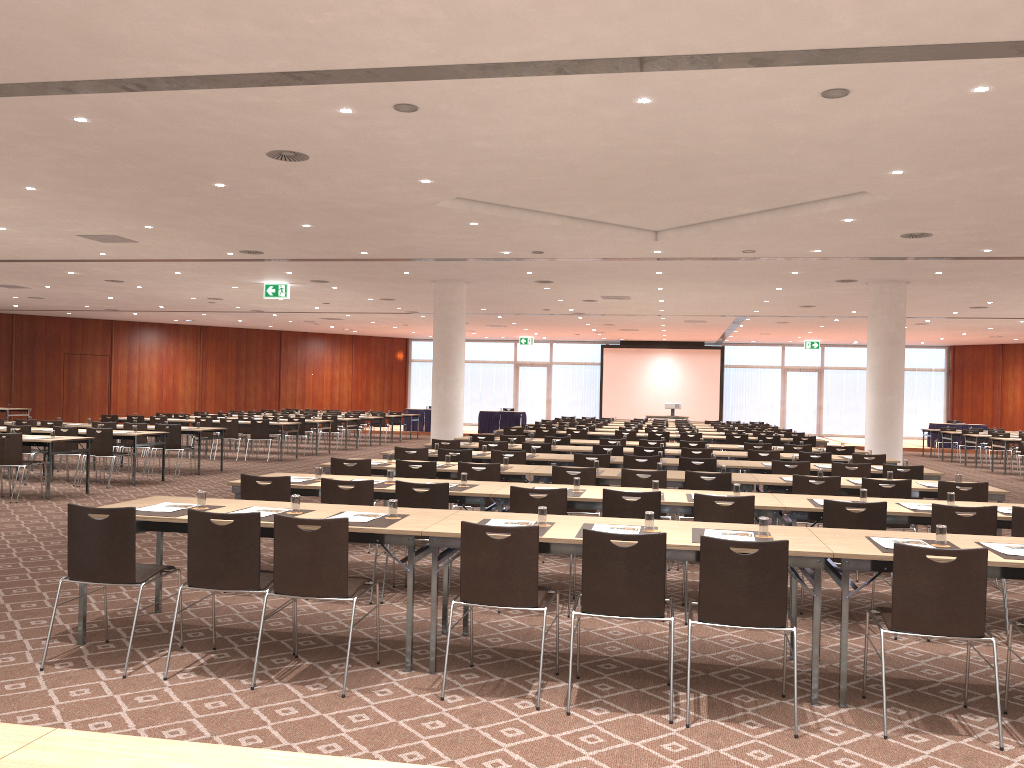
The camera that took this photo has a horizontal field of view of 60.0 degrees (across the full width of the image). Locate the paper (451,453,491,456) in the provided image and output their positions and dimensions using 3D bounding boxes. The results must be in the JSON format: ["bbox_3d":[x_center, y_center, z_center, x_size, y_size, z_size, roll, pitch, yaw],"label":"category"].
[{"bbox_3d":[-0.533,0.912,11.550,0.460,0.003,0.565,1,-1,10],"label":"paper"}]

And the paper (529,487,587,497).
[{"bbox_3d":[0.358,0.891,7.315,0.460,0.003,0.565,1,-1,10],"label":"paper"}]

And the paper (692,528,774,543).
[{"bbox_3d":[1.282,0.891,5.161,0.460,0.003,0.565,1,-1,12],"label":"paper"}]

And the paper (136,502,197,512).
[{"bbox_3d":[-2.264,0.809,5.832,0.283,0.006,0.398,1,-1,10],"label":"paper"}]

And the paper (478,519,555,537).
[{"bbox_3d":[-0.004,0.862,5.337,0.460,0.003,0.565,1,-1,10],"label":"paper"}]

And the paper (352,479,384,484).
[{"bbox_3d":[-1.287,0.851,7.699,0.283,0.006,0.398,1,-1,10],"label":"paper"}]

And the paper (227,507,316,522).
[{"bbox_3d":[-1.585,0.827,5.644,0.460,0.003,0.565,1,-1,12],"label":"paper"}]

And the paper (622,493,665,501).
[{"bbox_3d":[1.003,0.905,7.206,0.460,0.003,0.565,1,-1,9],"label":"paper"}]

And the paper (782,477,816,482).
[{"bbox_3d":[2.897,0.965,8.972,0.283,0.006,0.398,1,-1,11],"label":"paper"}]

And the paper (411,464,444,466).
[{"bbox_3d":[-0.915,0.880,9.649,0.283,0.006,0.398,1,-1,9],"label":"paper"}]

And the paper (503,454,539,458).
[{"bbox_3d":[0.086,0.926,11.435,0.460,0.003,0.565,1,-1,10],"label":"paper"}]

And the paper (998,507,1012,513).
[{"bbox_3d":[3.841,0.965,6.764,0.283,0.006,0.398,1,-1,10],"label":"paper"}]

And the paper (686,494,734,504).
[{"bbox_3d":[1.635,0.919,7.104,0.460,0.003,0.565,1,-1,10],"label":"paper"}]

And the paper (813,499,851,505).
[{"bbox_3d":[2.550,0.936,6.989,0.283,0.006,0.398,1,-1,10],"label":"paper"}]

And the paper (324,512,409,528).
[{"bbox_3d":[-0.930,0.841,5.517,0.460,0.003,0.565,1,-1,8],"label":"paper"}]

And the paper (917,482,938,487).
[{"bbox_3d":[4.197,0.994,8.737,0.283,0.006,0.398,1,-1,8],"label":"paper"}]

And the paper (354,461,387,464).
[{"bbox_3d":[-1.555,0.865,9.758,0.283,0.006,0.398,1,-1,12],"label":"paper"}]

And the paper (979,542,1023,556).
[{"bbox_3d":[2.829,0.922,4.939,0.283,0.006,0.398,1,-1,8],"label":"paper"}]

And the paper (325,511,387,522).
[{"bbox_3d":[-0.982,0.837,5.606,0.283,0.006,0.398,1,-1,12],"label":"paper"}]

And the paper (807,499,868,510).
[{"bbox_3d":[2.578,0.940,6.933,0.460,0.003,0.565,1,-1,12],"label":"paper"}]

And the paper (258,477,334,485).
[{"bbox_3d":[-1.883,0.841,7.738,0.460,0.003,0.565,1,-1,12],"label":"paper"}]

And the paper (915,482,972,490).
[{"bbox_3d":[4.252,0.998,8.672,0.460,0.003,0.565,1,-1,13],"label":"paper"}]

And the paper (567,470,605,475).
[{"bbox_3d":[0.716,0.919,9.291,0.460,0.003,0.565,1,-1,12],"label":"paper"}]

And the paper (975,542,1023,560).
[{"bbox_3d":[2.871,0.926,4.874,0.460,0.003,0.565,1,-1,13],"label":"paper"}]

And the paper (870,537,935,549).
[{"bbox_3d":[2.229,0.909,5.045,0.283,0.006,0.398,1,-1,10],"label":"paper"}]

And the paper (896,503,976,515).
[{"bbox_3d":[3.249,0.955,6.793,0.460,0.003,0.565,1,-1,10],"label":"paper"}]

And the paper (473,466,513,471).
[{"bbox_3d":[-0.260,0.898,9.469,0.460,0.003,0.565,1,-1,11],"label":"paper"}]

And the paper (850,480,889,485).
[{"bbox_3d":[3.552,0.979,8.840,0.283,0.006,0.398,1,-1,7],"label":"paper"}]

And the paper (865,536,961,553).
[{"bbox_3d":[2.275,0.913,4.981,0.460,0.003,0.565,1,-1,13],"label":"paper"}]

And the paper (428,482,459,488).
[{"bbox_3d":[-0.638,0.865,7.557,0.283,0.006,0.398,1,-1,11],"label":"paper"}]

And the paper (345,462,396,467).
[{"bbox_3d":[-1.535,0.869,9.673,0.460,0.003,0.565,1,-1,9],"label":"paper"}]

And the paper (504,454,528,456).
[{"bbox_3d":[0.055,0.922,11.487,0.283,0.006,0.398,1,-1,11],"label":"paper"}]

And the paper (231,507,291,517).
[{"bbox_3d":[-1.633,0.823,5.718,0.283,0.006,0.398,1,-1,13],"label":"paper"}]

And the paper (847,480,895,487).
[{"bbox_3d":[3.593,0.983,8.779,0.460,0.003,0.565,1,-1,11],"label":"paper"}]

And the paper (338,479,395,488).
[{"bbox_3d":[-1.232,0.855,7.614,0.460,0.003,0.565,1,-1,9],"label":"paper"}]

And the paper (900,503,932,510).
[{"bbox_3d":[3.194,0.951,6.872,0.283,0.006,0.398,1,-1,11],"label":"paper"}]

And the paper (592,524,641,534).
[{"bbox_3d":[0.620,0.873,5.307,0.283,0.006,0.398,1,-1,11],"label":"paper"}]

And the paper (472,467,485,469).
[{"bbox_3d":[-0.280,0.894,9.532,0.283,0.006,0.398,1,-1,8],"label":"paper"}]

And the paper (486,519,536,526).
[{"bbox_3d":[-0.017,0.859,5.419,0.283,0.006,0.398,1,-1,9],"label":"paper"}]

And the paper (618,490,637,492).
[{"bbox_3d":[0.986,0.901,7.282,0.283,0.006,0.398,1,-1,11],"label":"paper"}]

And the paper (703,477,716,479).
[{"bbox_3d":[2.012,0.948,9.073,0.460,0.003,0.565,1,-1,13],"label":"paper"}]

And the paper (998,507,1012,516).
[{"bbox_3d":[3.896,0.970,6.703,0.460,0.003,0.565,1,-1,13],"label":"paper"}]

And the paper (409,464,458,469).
[{"bbox_3d":[-0.880,0.884,9.606,0.460,0.003,0.565,1,-1,13],"label":"paper"}]

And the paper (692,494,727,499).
[{"bbox_3d":[1.603,0.915,7.175,0.283,0.006,0.398,1,-1,10],"label":"paper"}]

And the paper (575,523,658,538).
[{"bbox_3d":[0.630,0.876,5.255,0.460,0.003,0.565,1,-1,10],"label":"paper"}]

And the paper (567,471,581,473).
[{"bbox_3d":[0.687,0.915,9.377,0.283,0.006,0.398,1,-1,9],"label":"paper"}]

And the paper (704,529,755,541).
[{"bbox_3d":[1.272,0.887,5.195,0.283,0.006,0.398,1,-1,13],"label":"paper"}]

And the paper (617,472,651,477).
[{"bbox_3d":[1.343,0.933,9.199,0.460,0.003,0.565,1,-1,12],"label":"paper"}]

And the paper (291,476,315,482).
[{"bbox_3d":[-1.913,0.837,7.812,0.283,0.006,0.398,1,-1,12],"label":"paper"}]

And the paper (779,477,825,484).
[{"bbox_3d":[2.950,0.969,8.894,0.460,0.003,0.565,1,-1,10],"label":"paper"}]

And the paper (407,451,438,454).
[{"bbox_3d":[-1.166,0.898,11.654,0.460,0.003,0.565,1,-1,10],"label":"paper"}]

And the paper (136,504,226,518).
[{"bbox_3d":[-2.211,0.813,5.735,0.460,0.003,0.565,1,-1,13],"label":"paper"}]

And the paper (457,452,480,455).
[{"bbox_3d":[-0.570,0.908,11.616,0.283,0.006,0.398,1,-1,9],"label":"paper"}]

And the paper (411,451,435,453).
[{"bbox_3d":[-1.190,0.894,11.732,0.283,0.006,0.398,1,-1,11],"label":"paper"}]

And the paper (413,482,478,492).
[{"bbox_3d":[-0.570,0.870,7.512,0.460,0.003,0.565,1,-1,13],"label":"paper"}]

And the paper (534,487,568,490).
[{"bbox_3d":[0.311,0.887,7.409,0.283,0.006,0.398,1,-1,11],"label":"paper"}]
